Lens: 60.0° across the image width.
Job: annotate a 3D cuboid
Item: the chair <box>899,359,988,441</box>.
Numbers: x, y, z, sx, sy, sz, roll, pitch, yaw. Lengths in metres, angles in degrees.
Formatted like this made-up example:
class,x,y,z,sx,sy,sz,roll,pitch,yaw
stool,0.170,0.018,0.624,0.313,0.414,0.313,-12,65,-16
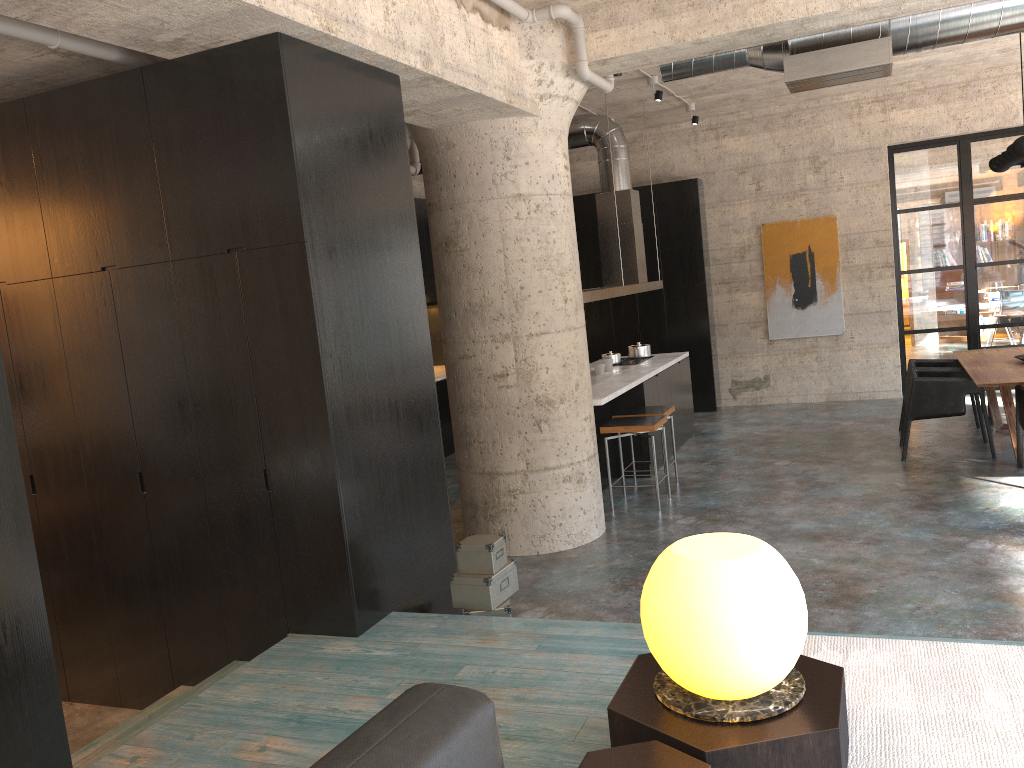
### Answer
class,x,y,z,sx,sy,sz,roll,pitch,yaw
chair,4.178,0.144,8.678,0.754,0.738,0.707,-4,7,23

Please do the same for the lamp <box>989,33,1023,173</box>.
class,x,y,z,sx,sy,sz,roll,pitch,yaw
lamp,4.438,-2.553,7.530,0.583,1.327,1.813,-4,7,23

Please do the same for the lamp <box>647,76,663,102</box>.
class,x,y,z,sx,sy,sz,roll,pitch,yaw
lamp,1.409,-2.894,8.707,0.145,0.236,0.107,-6,6,6

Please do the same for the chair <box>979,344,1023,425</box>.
class,x,y,z,sx,sy,sz,roll,pitch,yaw
chair,5.238,-0.019,9.113,0.707,0.738,0.754,-4,7,23

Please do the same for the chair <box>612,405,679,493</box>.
class,x,y,z,sx,sy,sz,roll,pitch,yaw
chair,1.198,0.577,7.847,0.450,0.698,0.450,-4,7,23

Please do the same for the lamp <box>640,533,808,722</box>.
class,x,y,z,sx,sy,sz,roll,pitch,yaw
lamp,0.600,0.662,2.527,0.462,0.417,0.462,-11,8,-39

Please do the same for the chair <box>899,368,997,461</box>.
class,x,y,z,sx,sy,sz,roll,pitch,yaw
chair,3.894,0.247,8.009,0.754,0.738,0.707,-4,7,23

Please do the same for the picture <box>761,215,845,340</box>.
class,x,y,z,sx,sy,sz,roll,pitch,yaw
picture,3.715,-1.344,11.343,0.928,1.494,0.029,-4,7,23

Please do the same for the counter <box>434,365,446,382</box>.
class,x,y,z,sx,sy,sz,roll,pitch,yaw
counter,-1.585,0.113,9.971,1.000,0.142,4.360,-4,7,23

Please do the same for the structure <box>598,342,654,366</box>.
class,x,y,z,sx,sy,sz,roll,pitch,yaw
structure,1.227,-0.337,9.769,0.506,0.187,0.833,-4,7,23

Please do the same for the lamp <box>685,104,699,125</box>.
class,x,y,z,sx,sy,sz,roll,pitch,yaw
lamp,2.121,-3.160,10.414,0.145,0.236,0.107,-6,6,6

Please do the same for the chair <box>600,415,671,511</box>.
class,x,y,z,sx,sy,sz,roll,pitch,yaw
chair,1.039,0.650,7.331,0.450,0.698,0.450,-4,7,23

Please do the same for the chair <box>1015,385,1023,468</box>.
class,x,y,z,sx,sy,sz,roll,pitch,yaw
chair,4.256,0.349,6.707,0.707,0.738,0.754,-4,7,23

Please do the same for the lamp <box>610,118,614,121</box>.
class,x,y,z,sx,sy,sz,roll,pitch,yaw
lamp,1.220,-3.103,10.793,0.145,0.236,0.107,-6,6,6

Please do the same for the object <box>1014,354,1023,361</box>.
class,x,y,z,sx,sy,sz,roll,pitch,yaw
object,4.651,-0.242,7.773,0.435,0.079,0.435,-10,7,-30

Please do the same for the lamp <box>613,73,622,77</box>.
class,x,y,z,sx,sy,sz,roll,pitch,yaw
lamp,0.867,-2.699,7.471,0.107,0.236,0.145,-6,6,6

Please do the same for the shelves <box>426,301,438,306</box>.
class,x,y,z,sx,sy,sz,roll,pitch,yaw
shelves,-1.947,-0.777,9.984,0.403,0.043,4.362,-4,7,23

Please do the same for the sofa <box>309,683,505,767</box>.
class,x,y,z,sx,sy,sz,roll,pitch,yaw
sofa,-0.240,1.020,0.973,1.019,0.680,2.063,-4,7,23

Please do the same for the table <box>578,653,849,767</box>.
class,x,y,z,sx,sy,sz,roll,pitch,yaw
table,0.568,1.006,2.404,0.616,0.230,1.044,-4,7,23

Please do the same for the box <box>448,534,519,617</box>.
class,x,y,z,sx,sy,sz,roll,pitch,yaw
box,-0.127,0.944,4.169,0.280,0.441,0.331,-5,6,12

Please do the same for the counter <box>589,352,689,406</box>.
class,x,y,z,sx,sy,sz,roll,pitch,yaw
counter,0.904,-0.073,8.741,1.000,0.046,3.500,-4,7,23

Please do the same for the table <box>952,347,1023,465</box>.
class,x,y,z,sx,sy,sz,roll,pitch,yaw
table,4.725,0.166,7.836,1.299,0.756,2.410,-4,7,23

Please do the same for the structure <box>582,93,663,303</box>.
class,x,y,z,sx,sy,sz,roll,pitch,yaw
structure,0.777,-1.888,8.674,0.538,2.100,3.117,-4,7,23

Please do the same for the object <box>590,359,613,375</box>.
class,x,y,z,sx,sy,sz,roll,pitch,yaw
object,0.900,-0.177,8.877,0.188,0.133,0.437,-4,7,23
